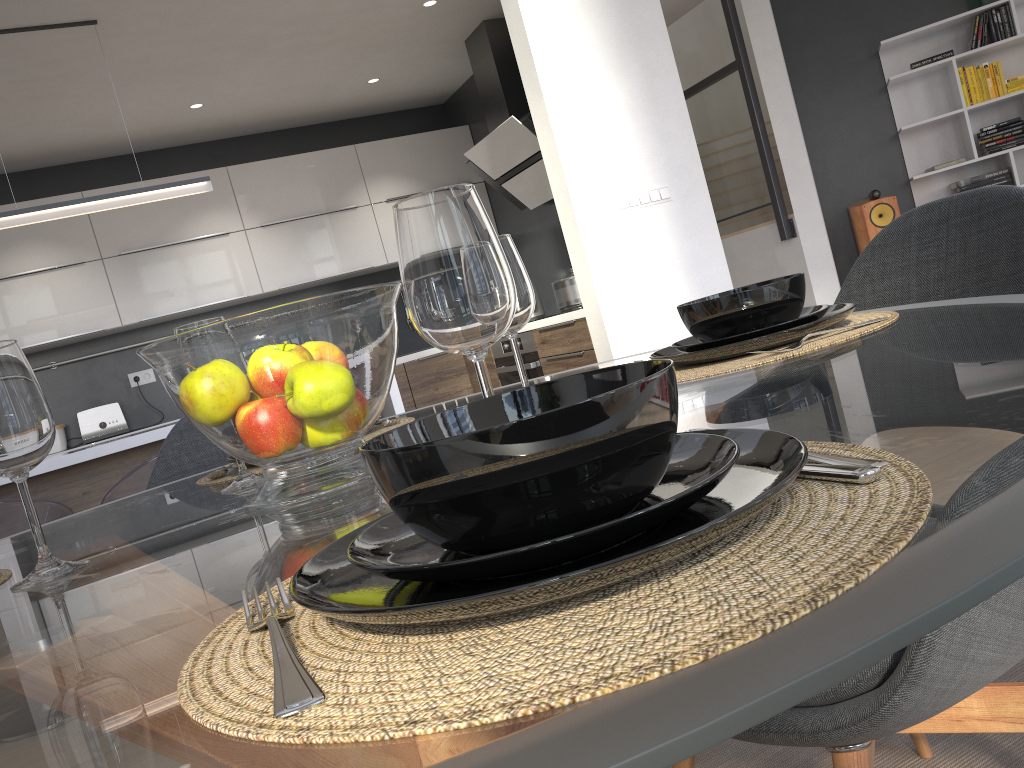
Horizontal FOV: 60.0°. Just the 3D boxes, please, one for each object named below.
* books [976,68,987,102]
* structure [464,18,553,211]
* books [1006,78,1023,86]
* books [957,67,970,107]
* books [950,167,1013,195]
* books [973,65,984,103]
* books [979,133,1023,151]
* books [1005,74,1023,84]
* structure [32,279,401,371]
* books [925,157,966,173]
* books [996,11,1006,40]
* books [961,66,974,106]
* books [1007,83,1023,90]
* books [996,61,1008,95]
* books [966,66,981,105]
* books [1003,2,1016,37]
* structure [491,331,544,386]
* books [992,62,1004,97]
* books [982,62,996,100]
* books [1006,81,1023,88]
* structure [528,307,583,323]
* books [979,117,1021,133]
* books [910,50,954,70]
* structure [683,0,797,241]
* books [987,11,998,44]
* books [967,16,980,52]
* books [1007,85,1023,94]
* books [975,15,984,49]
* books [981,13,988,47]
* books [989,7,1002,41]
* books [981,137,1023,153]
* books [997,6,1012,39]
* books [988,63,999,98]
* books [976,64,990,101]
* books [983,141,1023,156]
[{"bbox_3d":[3.190,-2.022,6.044,0.024,0.229,0.156,-14,4,21],"label":"books"},{"bbox_3d":[0.009,-1.529,5.039,0.407,0.998,0.898,-17,4,-24],"label":"structure"},{"bbox_3d":[3.418,-2.035,5.964,0.187,0.014,0.134,-14,4,21],"label":"books"},{"bbox_3d":[3.085,-2.020,6.087,0.029,0.270,0.204,-14,4,21],"label":"books"},{"bbox_3d":[3.261,-1.380,6.169,0.343,0.137,0.277,-14,4,21],"label":"books"},{"bbox_3d":[3.176,-2.038,6.069,0.015,0.263,0.199,-14,4,21],"label":"books"},{"bbox_3d":[3.359,-1.659,6.067,0.266,0.030,0.209,-14,4,20],"label":"books"},{"bbox_3d":[3.413,-2.055,5.976,0.186,0.026,0.138,-14,4,21],"label":"books"},{"bbox_3d":[-1.615,-0.447,5.717,3.000,0.045,0.050,-17,4,-24],"label":"structure"},{"bbox_3d":[3.026,-1.523,6.194,0.209,0.030,0.266,-14,4,15],"label":"books"},{"bbox_3d":[3.272,-2.390,5.957,0.021,0.200,0.147,-14,4,21],"label":"books"},{"bbox_3d":[3.113,-2.027,6.085,0.025,0.270,0.213,-14,4,21],"label":"books"},{"bbox_3d":[3.426,-2.007,5.970,0.196,0.011,0.148,-14,4,21],"label":"books"},{"bbox_3d":[3.311,-2.058,6.014,0.024,0.234,0.172,-14,4,21],"label":"books"},{"bbox_3d":[3.148,-2.029,6.078,0.044,0.255,0.198,-14,4,21],"label":"books"},{"bbox_3d":[3.318,-2.416,5.930,0.019,0.230,0.174,-14,4,21],"label":"books"},{"bbox_3d":[0.288,-0.055,5.095,0.584,0.588,0.587,-17,4,-24],"label":"structure"},{"bbox_3d":[3.286,-2.052,6.020,0.024,0.234,0.172,-14,4,21],"label":"books"},{"bbox_3d":[3.235,-2.048,6.040,0.035,0.250,0.185,-14,4,21],"label":"books"},{"bbox_3d":[3.411,-2.016,5.953,0.169,0.018,0.113,-14,4,23],"label":"books"},{"bbox_3d":[0.238,-0.397,5.089,0.550,0.006,0.600,-17,4,-24],"label":"structure"},{"bbox_3d":[3.328,-1.763,6.048,0.246,0.026,0.180,-13,5,29],"label":"books"},{"bbox_3d":[2.891,-2.216,6.113,0.268,0.046,0.208,-14,4,25],"label":"books"},{"bbox_3d":[1.757,-2.397,7.779,2.823,4.339,4.190,-17,4,-24],"label":"structure"},{"bbox_3d":[3.225,-2.387,5.974,0.021,0.221,0.156,-14,4,21],"label":"books"},{"bbox_3d":[3.129,-2.361,6.019,0.096,0.213,0.166,-14,4,20],"label":"books"},{"bbox_3d":[3.430,-1.984,5.969,0.190,0.033,0.147,-14,4,21],"label":"books"},{"bbox_3d":[3.161,-2.368,6.013,0.087,0.214,0.171,-14,4,22],"label":"books"},{"bbox_3d":[3.182,-2.373,5.990,0.074,0.212,0.154,-14,4,20],"label":"books"},{"bbox_3d":[3.248,-2.399,5.969,0.025,0.232,0.176,-14,4,21],"label":"books"},{"bbox_3d":[3.367,-1.631,6.049,0.270,0.025,0.189,-14,4,20],"label":"books"},{"bbox_3d":[3.297,-2.404,5.947,0.038,0.218,0.169,-14,4,21],"label":"books"},{"bbox_3d":[3.264,-2.049,6.032,0.023,0.239,0.169,-14,4,21],"label":"books"},{"bbox_3d":[3.212,-2.043,6.052,0.019,0.251,0.180,-14,4,21],"label":"books"},{"bbox_3d":[3.372,-1.606,6.050,0.263,0.026,0.189,-14,4,20],"label":"books"}]
